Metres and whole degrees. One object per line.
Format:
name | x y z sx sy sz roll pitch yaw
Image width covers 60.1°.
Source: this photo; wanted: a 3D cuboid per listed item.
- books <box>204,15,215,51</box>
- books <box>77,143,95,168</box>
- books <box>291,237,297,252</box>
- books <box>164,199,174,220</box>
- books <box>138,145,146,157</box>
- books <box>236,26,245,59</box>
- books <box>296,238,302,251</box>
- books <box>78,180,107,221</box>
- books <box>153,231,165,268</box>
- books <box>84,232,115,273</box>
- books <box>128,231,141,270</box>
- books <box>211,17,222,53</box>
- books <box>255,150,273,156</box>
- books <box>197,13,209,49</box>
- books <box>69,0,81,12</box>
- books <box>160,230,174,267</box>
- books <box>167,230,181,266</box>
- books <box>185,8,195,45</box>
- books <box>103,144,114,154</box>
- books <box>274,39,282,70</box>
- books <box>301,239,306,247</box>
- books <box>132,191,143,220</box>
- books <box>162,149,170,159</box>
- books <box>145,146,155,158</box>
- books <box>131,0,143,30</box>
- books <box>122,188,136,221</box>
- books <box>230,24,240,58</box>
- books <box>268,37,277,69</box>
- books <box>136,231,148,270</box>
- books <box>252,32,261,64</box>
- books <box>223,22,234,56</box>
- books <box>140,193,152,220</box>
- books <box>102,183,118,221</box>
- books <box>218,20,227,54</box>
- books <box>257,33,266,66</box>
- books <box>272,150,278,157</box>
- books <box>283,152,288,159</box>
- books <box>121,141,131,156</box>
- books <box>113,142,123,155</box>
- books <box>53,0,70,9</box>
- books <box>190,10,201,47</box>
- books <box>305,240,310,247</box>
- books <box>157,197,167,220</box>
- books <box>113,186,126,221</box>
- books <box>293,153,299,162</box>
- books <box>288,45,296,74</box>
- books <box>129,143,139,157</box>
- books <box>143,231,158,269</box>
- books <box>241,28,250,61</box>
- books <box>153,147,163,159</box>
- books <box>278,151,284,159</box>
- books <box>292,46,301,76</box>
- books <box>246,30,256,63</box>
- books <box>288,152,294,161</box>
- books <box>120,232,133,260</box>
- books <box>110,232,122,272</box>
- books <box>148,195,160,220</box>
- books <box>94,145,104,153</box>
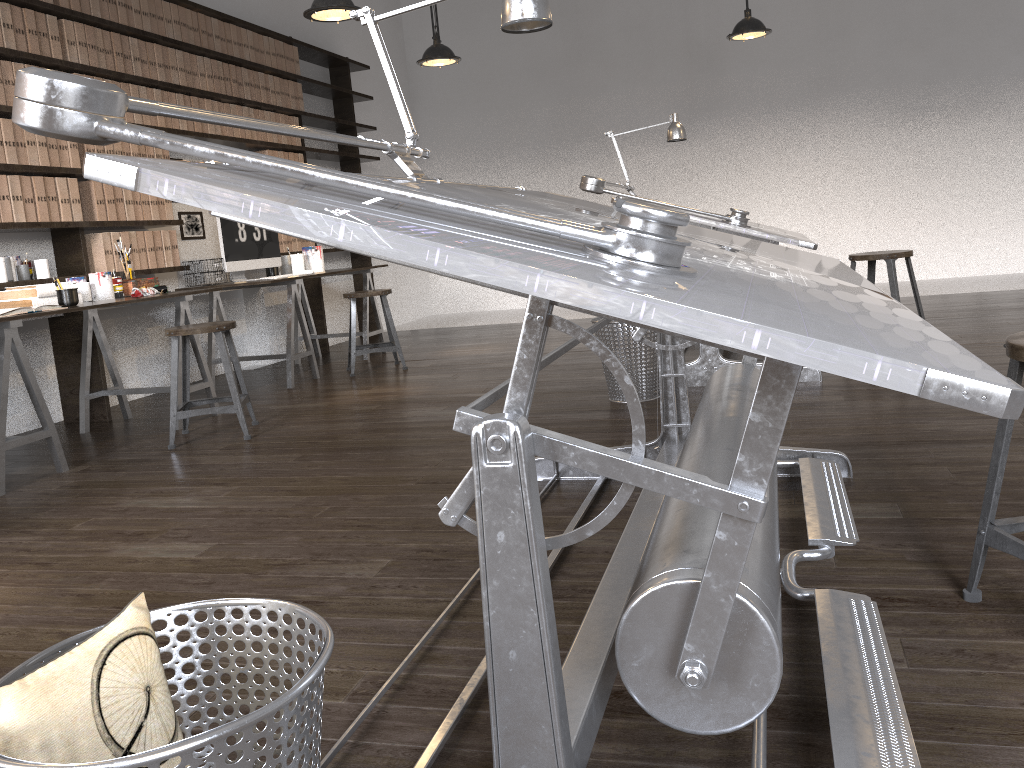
books | -2.051 -2.279 5.796 0.174 0.224 0.067 -3 7 17
books | -2.316 -1.240 4.712 0.174 0.224 0.067 -3 7 17
books | -1.713 -1.064 6.654 0.174 0.224 0.067 -3 7 17
books | -2.127 -1.076 5.290 0.174 0.224 0.067 -3 7 17
books | -2.202 -1.316 5.102 0.174 0.224 0.067 -3 7 17
books | -1.953 -2.343 6.125 0.174 0.224 0.067 -3 7 17
books | -1.692 -1.076 6.717 0.174 0.224 0.067 -3 7 17
books | -2.285 -0.972 4.760 0.174 0.224 0.067 -3 7 17
books | -2.141 -0.779 5.195 0.174 0.224 0.067 -3 7 17
books | -2.255 -0.700 4.792 0.174 0.224 0.067 -3 7 17
books | -2.198 -0.739 4.990 0.174 0.224 0.067 -3 7 17
books | -2.027 -2.292 5.862 0.174 0.224 0.067 -3 7 17
books | -1.816 -1.574 6.425 0.174 0.224 0.067 -3 7 17
books | -2.067 -2.265 5.723 0.174 0.224 0.067 -3 7 17
books | -2.375 -2.058 4.662 0.174 0.224 0.067 -3 7 17
books | -2.117 -0.792 5.261 0.174 0.224 0.067 -3 7 17
books | -2.101 -0.805 5.329 0.174 0.224 0.067 -3 7 17
books | -2.108 -2.239 5.591 0.174 0.224 0.067 -3 7 17
books | -2.272 -1.266 4.844 0.174 0.224 0.067 -3 7 17
books | -1.813 -2.434 6.590 0.174 0.224 0.067 -3 7 17
books | -1.677 -1.089 6.785 0.174 0.224 0.067 -3 7 17
books | -2.204 -1.027 5.036 0.174 0.224 0.067 -3 7 17
books | -2.143 -1.355 5.304 0.174 0.224 0.067 -3 7 17
books | -2.182 -1.329 5.169 0.174 0.224 0.067 -3 7 17
books | -2.243 -2.148 5.124 0.174 0.224 0.067 -3 7 17
books | -2.219 -1.014 4.968 0.174 0.224 0.067 -3 7 17
books | -1.967 -2.331 6.061 0.174 0.224 0.067 -3 7 17
books | -1.833 -2.421 6.521 0.174 0.224 0.067 -3 7 17
books | -2.182 -0.751 5.053 0.174 0.224 0.067 -3 7 17
books | -1.897 -2.381 6.321 0.174 0.224 0.067 -3 7 17
books | -1.992 -2.318 5.998 0.174 0.224 0.067 -3 7 17
books | -2.184 -1.040 5.104 0.174 0.224 0.067 -3 7 17
books | -2.259 -0.987 4.828 0.174 0.224 0.067 -3 7 17
books | -2.011 -2.305 5.930 0.174 0.224 0.067 -3 7 17
books | -1.879 -2.394 6.388 0.174 0.224 0.067 -3 7 17
books | -1.797 -1.587 6.493 0.174 0.224 0.067 -3 7 17
books | -1.758 -1.613 6.628 0.174 0.224 0.067 -3 7 17
books | -2.238 -1.291 4.974 0.174 0.224 0.067 -3 7 17
books | -2.253 -1.279 4.913 0.174 0.224 0.067 -3 7 17
books | -2.401 -2.044 4.593 0.174 0.224 0.067 -3 7 17
books | -2.092 -2.251 5.654 0.174 0.224 0.067 -3 7 17
books | -1.659 -1.102 6.851 0.174 0.224 0.067 -3 7 17
books | -2.146 -1.065 5.231 0.174 0.224 0.067 -3 7 17
books | -2.243 -1.000 4.902 0.174 0.224 0.067 -3 7 17
books | -1.717 -1.641 6.770 0.174 0.224 0.067 -3 7 17
books | -1.762 -2.473 6.790 0.174 0.224 0.067 -3 7 17
books | -2.215 -1.303 5.036 0.174 0.224 0.067 -3 7 17
books | -2.156 -0.765 5.122 0.174 0.224 0.067 -3 7 17
books | -1.934 -2.355 6.185 0.174 0.224 0.067 -3 7 17
books | -2.158 -1.342 5.235 0.174 0.224 0.067 -3 7 17
books | -1.773 -1.600 6.559 0.174 0.224 0.067 -3 7 17
books | -1.739 -2.486 6.855 0.174 0.224 0.067 -3 7 17
books | -1.913 -2.368 6.253 0.174 0.224 0.067 -3 7 17
books | -1.732 -1.628 6.698 0.174 0.224 0.067 -3 7 17
books | -2.211 -0.727 4.928 0.174 0.224 0.067 -3 7 17
books | -2.231 -0.714 4.860 0.174 0.224 0.067 -3 7 17
books | -2.160 -1.052 5.166 0.174 0.224 0.067 -3 7 17
books | -2.295 -1.253 4.778 0.174 0.224 0.067 -3 7 17
